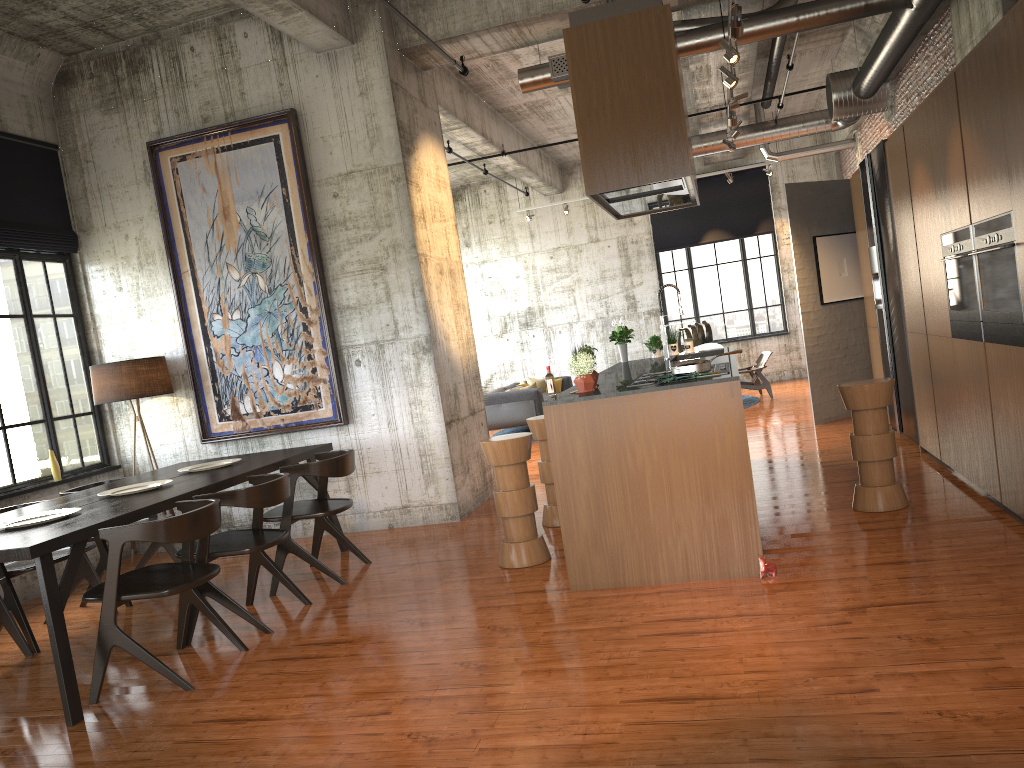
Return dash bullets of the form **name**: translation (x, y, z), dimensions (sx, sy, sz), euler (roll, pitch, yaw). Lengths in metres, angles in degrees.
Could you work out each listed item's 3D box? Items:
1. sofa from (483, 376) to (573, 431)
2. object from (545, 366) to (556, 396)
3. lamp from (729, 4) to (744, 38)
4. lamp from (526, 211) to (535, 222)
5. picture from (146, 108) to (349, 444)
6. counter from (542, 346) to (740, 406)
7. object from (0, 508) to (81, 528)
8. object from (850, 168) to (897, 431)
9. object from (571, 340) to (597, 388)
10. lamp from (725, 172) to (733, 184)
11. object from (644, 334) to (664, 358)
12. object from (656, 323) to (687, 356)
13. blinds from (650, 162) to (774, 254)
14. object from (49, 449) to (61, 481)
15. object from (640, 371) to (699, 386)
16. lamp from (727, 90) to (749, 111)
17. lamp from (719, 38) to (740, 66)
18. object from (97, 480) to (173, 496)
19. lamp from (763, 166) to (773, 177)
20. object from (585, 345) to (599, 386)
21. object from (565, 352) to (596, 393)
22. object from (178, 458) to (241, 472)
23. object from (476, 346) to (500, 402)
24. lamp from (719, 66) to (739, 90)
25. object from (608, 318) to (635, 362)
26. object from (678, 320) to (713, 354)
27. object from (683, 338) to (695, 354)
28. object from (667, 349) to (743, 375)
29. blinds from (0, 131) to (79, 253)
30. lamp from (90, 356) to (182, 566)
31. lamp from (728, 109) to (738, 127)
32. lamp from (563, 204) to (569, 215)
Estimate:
- **sofa**: translation (0.241, 0.440, 16.296), dimensions (1.364, 0.863, 2.994), euler (-8, 3, 16)
- **object**: translation (0.269, -0.024, 6.247), dimensions (0.056, 0.209, 0.055), euler (-8, 5, 14)
- **lamp**: translation (1.610, -2.609, 6.379), dimensions (0.102, 0.215, 0.225), euler (-8, 4, 10)
- **lamp**: translation (0.364, -3.484, 18.446), dimensions (0.260, 0.211, 0.102), euler (-12, 5, -41)
- **picture**: translation (-2.663, -1.021, 8.906), dimensions (1.657, 3.128, 0.141), euler (-8, 5, 14)
- **counter**: translation (1.310, -0.061, 7.678), dimensions (1.246, 0.175, 4.349), euler (-8, 3, 14)
- **object**: translation (-3.041, 0.866, 5.673), dimensions (0.527, 0.025, 0.525), euler (-7, 3, 24)
- **object**: translation (4.634, -1.047, 10.344), dimensions (0.860, 3.052, 0.907), euler (-8, 5, 14)
- **object**: translation (0.508, -0.146, 6.323), dimensions (0.186, 0.368, 0.196), euler (-12, 5, -36)
- **lamp**: translation (4.270, -4.035, 17.399), dimensions (0.164, 0.252, 0.102), euler (-11, 5, -31)
- **object**: translation (1.573, -0.419, 9.717), dimensions (0.231, 0.258, 0.236), euler (-12, 5, -37)
- **object**: translation (1.752, -0.505, 9.641), dimensions (0.360, 0.382, 0.306), euler (-12, 5, -42)
- **blinds**: translation (4.115, -3.660, 18.482), dimensions (2.446, 1.467, 0.150), euler (-8, 5, 15)
- **object**: translation (-4.463, 0.790, 8.652), dimensions (0.073, 0.319, 0.074), euler (-11, 5, -23)
- **object**: translation (1.013, -0.041, 5.727), dimensions (0.390, 0.068, 0.185), euler (-10, 3, -29)
- **lamp**: translation (2.206, -2.820, 8.766), dimensions (0.261, 0.211, 0.101), euler (-8, 4, 9)
- **lamp**: translation (1.767, -2.677, 7.154), dimensions (0.101, 0.252, 0.165), euler (-11, 5, -31)
- **object**: translation (-2.812, 0.784, 6.628), dimensions (0.527, 0.025, 0.525), euler (-7, 3, 24)
- **lamp**: translation (5.001, -4.134, 17.264), dimensions (0.102, 0.215, 0.226), euler (-12, 5, -35)
- **object**: translation (0.563, -0.137, 6.562), dimensions (0.179, 0.312, 0.172), euler (-7, 4, 20)
- **object**: translation (0.480, -0.087, 6.090), dimensions (0.221, 0.284, 0.210), euler (-7, 4, 22)
- **object**: translation (-2.582, 0.701, 7.583), dimensions (0.527, 0.025, 0.525), euler (-7, 3, 24)
- **object**: translation (-0.852, 0.256, 11.056), dimensions (1.891, 2.068, 1.507), euler (-6, 5, 37)
- **lamp**: translation (1.956, -2.745, 7.953), dimensions (0.165, 0.252, 0.101), euler (-5, 5, 39)
- **object**: translation (1.209, -0.486, 9.745), dimensions (0.303, 0.503, 0.268), euler (-11, 5, -33)
- **object**: translation (3.852, -0.651, 18.500), dimensions (0.729, 1.299, 0.454), euler (-7, 5, 26)
- **object**: translation (1.915, -0.414, 9.590), dimensions (0.107, 0.158, 0.107), euler (-12, 5, -41)
- **object**: translation (1.376, -0.153, 6.142), dimensions (0.727, 0.121, 0.331), euler (-11, 4, -40)
- **blinds**: translation (-4.804, -1.890, 8.679), dimensions (0.052, 1.144, 1.292), euler (-8, 4, 14)
- **lamp**: translation (-3.721, 0.787, 9.024), dimensions (0.753, 2.061, 0.749), euler (-7, 5, 26)
- **lamp**: translation (2.381, -2.888, 9.585), dimensions (0.102, 0.241, 0.182), euler (-8, 4, 9)
- **lamp**: translation (1.117, -3.589, 18.269), dimensions (0.102, 0.229, 0.198), euler (-7, 4, 24)
